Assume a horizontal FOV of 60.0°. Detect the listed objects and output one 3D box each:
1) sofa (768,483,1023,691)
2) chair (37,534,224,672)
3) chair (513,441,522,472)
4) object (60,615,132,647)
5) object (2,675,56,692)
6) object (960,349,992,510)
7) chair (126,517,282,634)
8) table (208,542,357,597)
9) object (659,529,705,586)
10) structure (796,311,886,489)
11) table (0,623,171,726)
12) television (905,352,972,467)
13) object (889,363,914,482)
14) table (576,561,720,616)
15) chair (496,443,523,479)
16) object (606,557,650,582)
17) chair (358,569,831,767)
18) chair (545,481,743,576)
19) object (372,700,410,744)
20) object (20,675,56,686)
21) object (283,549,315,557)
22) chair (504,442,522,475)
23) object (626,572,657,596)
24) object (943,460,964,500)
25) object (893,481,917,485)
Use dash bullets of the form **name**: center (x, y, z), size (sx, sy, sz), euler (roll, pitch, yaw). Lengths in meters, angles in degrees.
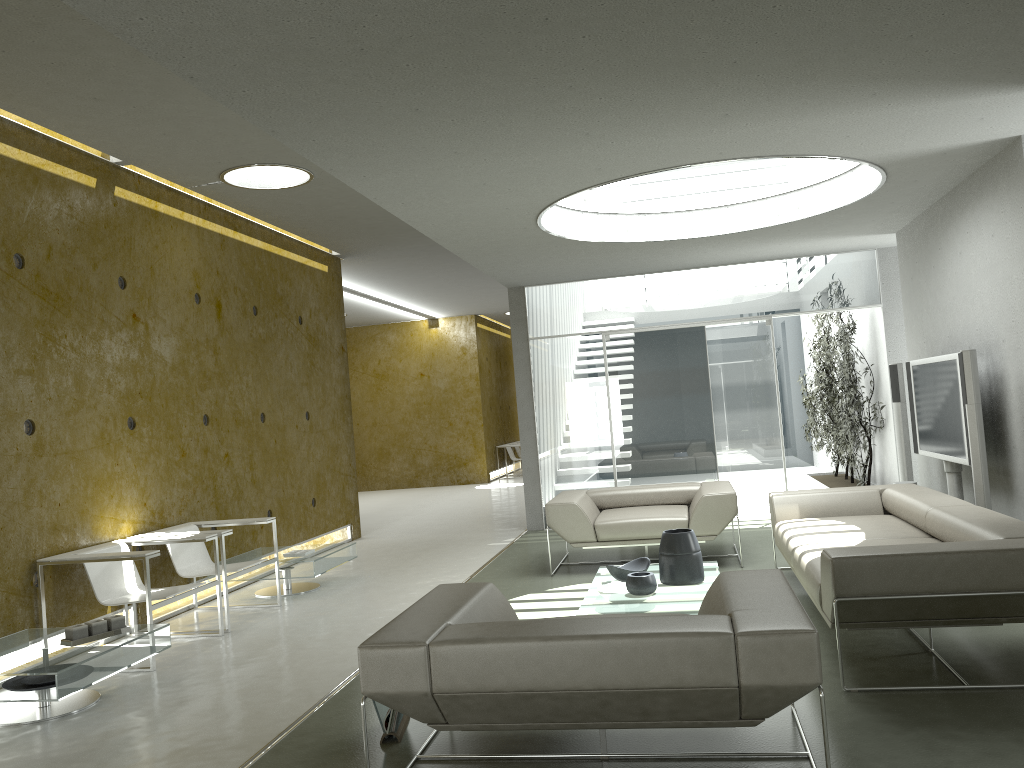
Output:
- **sofa**: center (2.135, 1.005, 5.070), size (1.037, 0.585, 2.791), euler (-5, -2, 11)
- **chair**: center (-2.344, 1.344, 5.526), size (0.710, 0.667, 0.800), euler (-5, -2, 11)
- **chair**: center (0.450, 1.616, 20.085), size (0.710, 0.667, 0.800), euler (-5, -2, 11)
- **object**: center (-2.187, 1.287, 4.662), size (0.118, 0.097, 0.326), euler (-6, -2, 36)
- **object**: center (-2.251, 1.435, 4.308), size (0.394, 0.027, 0.394), euler (-4, -2, -6)
- **object**: center (2.965, 0.514, 5.620), size (0.310, 1.469, 0.310), euler (-4, -2, -12)
- **chair**: center (-2.183, 1.360, 6.367), size (0.710, 0.667, 0.800), euler (-5, -2, 11)
- **table**: center (-1.861, 1.551, 7.320), size (0.900, 0.300, 0.900), euler (-5, -2, 11)
- **object**: center (1.019, 1.045, 5.374), size (0.265, 0.309, 0.265), euler (-4, -2, -6)
- **structure**: center (3.904, 0.056, 10.875), size (0.646, 2.589, 3.371), euler (-5, -2, 10)
- **table**: center (-2.398, 1.498, 4.523), size (0.900, 0.300, 0.900), euler (-5, -2, 11)
- **television**: center (3.264, 0.181, 6.680), size (0.127, 0.781, 1.603), euler (-5, -2, 11)
- **object**: center (3.452, 0.549, 7.805), size (0.310, 1.469, 0.310), euler (-6, -2, 38)
- **table**: center (0.862, 1.311, 5.312), size (0.790, 0.200, 1.500), euler (-5, -2, 11)
- **chair**: center (0.127, 1.585, 18.404), size (0.710, 0.667, 0.800), euler (-5, -2, 11)
- **object**: center (0.729, 1.167, 5.530), size (0.317, 0.125, 0.223), euler (-3, -3, -43)
- **chair**: center (0.322, 1.094, 3.303), size (1.481, 0.583, 1.039), euler (-5, -2, 11)
- **chair**: center (1.095, 1.169, 7.328), size (1.481, 0.583, 1.039), euler (-5, -2, 11)
- **object**: center (-0.521, 1.326, 3.769), size (0.216, 0.288, 0.329), euler (-5, -2, 1)
- **object**: center (-2.251, 1.432, 4.308), size (0.239, 0.027, 0.239), euler (-6, -2, 28)
- **object**: center (-1.719, 1.369, 7.164), size (0.197, 0.029, 0.189), euler (-5, -2, 11)
- **chair**: center (0.288, 1.600, 19.245), size (0.710, 0.667, 0.800), euler (-5, -2, 11)
- **object**: center (0.749, 1.157, 5.134), size (0.177, 0.113, 0.177), euler (-4, -2, -9)
- **object**: center (3.270, 0.917, 6.665), size (0.323, 0.689, 0.882), euler (-5, -2, 11)
- **object**: center (3.309, 1.054, 7.427), size (0.175, 0.461, 0.185), euler (-5, -2, 5)
